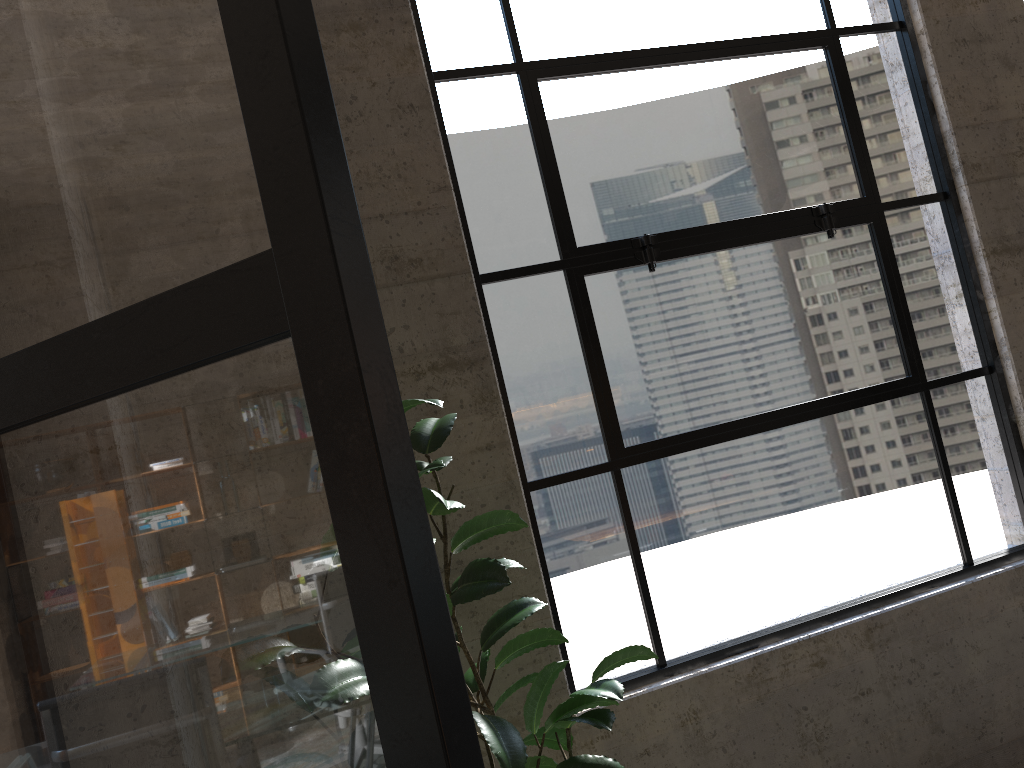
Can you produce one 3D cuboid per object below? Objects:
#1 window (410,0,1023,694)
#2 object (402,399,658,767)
[{"bbox_3d":[-2.160,0.142,1.986,7.902,2.530,0.081,-12,-3,-16],"label":"window"},{"bbox_3d":[-0.063,0.798,1.848,0.886,1.552,0.514,-12,-3,-19],"label":"object"}]
